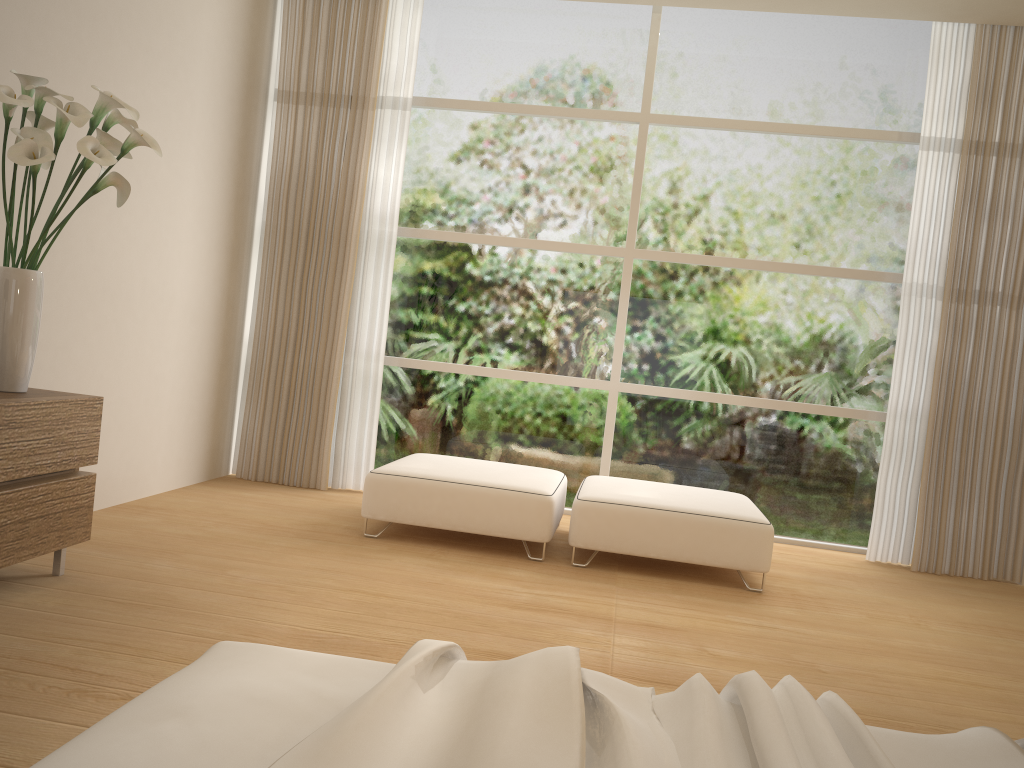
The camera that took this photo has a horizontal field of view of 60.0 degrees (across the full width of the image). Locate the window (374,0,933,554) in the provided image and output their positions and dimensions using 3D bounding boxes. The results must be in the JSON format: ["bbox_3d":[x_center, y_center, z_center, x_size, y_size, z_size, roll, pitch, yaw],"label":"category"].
[{"bbox_3d":[0.738,-0.822,5.587,4.781,3.371,0.071,7,2,8],"label":"window"}]

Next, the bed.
[{"bbox_3d":[0.458,0.744,0.385,2.535,0.570,2.599,7,2,8],"label":"bed"}]

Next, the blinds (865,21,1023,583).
[{"bbox_3d":[2.645,-0.584,5.020,0.814,3.351,0.202,7,2,7],"label":"blinds"}]

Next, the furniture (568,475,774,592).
[{"bbox_3d":[0.804,0.740,4.633,0.965,0.346,0.964,7,2,8],"label":"furniture"}]

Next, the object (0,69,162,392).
[{"bbox_3d":[-1.534,-0.499,3.025,0.515,1.085,0.608,5,2,-34],"label":"object"}]

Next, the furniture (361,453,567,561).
[{"bbox_3d":[-0.216,0.623,4.769,0.965,0.346,0.964,7,2,8],"label":"furniture"}]

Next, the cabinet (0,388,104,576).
[{"bbox_3d":[-2.068,0.381,1.454,0.588,0.662,3.713,7,2,8],"label":"cabinet"}]

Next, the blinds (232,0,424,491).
[{"bbox_3d":[-1.172,-1.023,5.583,0.950,3.352,0.211,6,2,6],"label":"blinds"}]
